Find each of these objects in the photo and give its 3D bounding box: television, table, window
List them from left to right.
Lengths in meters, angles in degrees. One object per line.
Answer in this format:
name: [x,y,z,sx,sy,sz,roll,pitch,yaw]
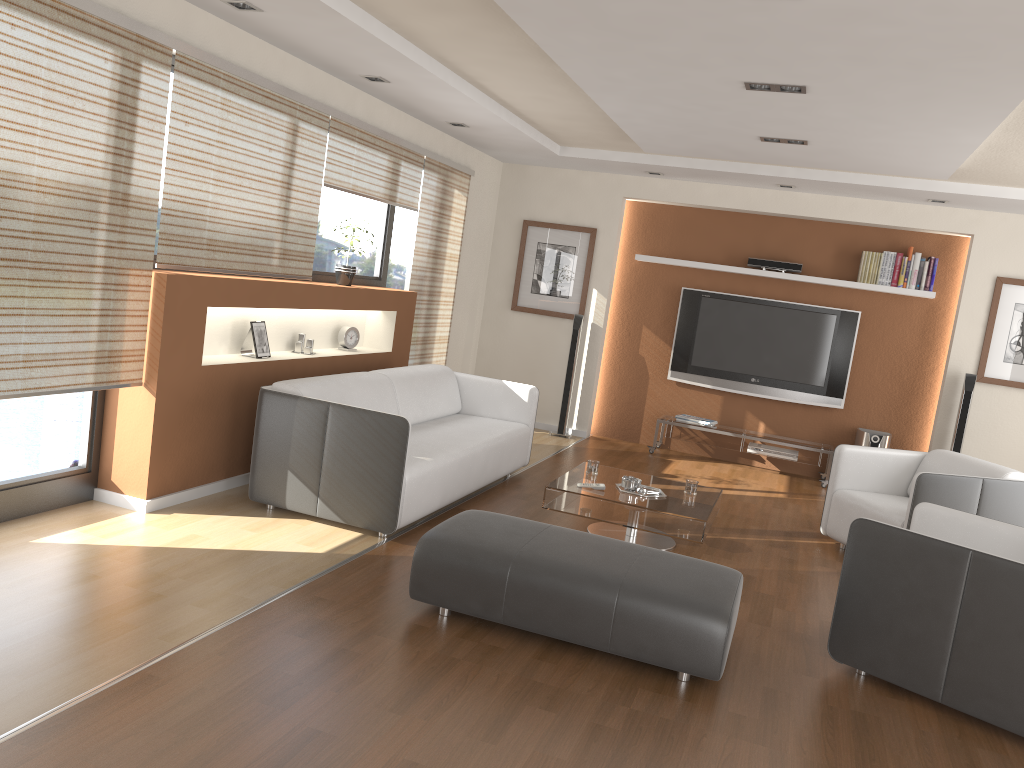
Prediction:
window: [-2.174,-0.566,3.964,0.010,2.093,0.889,10,7,18]
window: [-1.472,-1.231,5.745,0.010,0.986,2.817,10,7,18]
window: [-0.929,-0.795,7.654,0.010,2.162,0.889,10,7,18]
table: [0.730,0.763,5.265,0.900,0.300,0.900,10,7,18]
television: [2.296,-0.335,8.183,1.594,0.900,0.097,10,7,18]

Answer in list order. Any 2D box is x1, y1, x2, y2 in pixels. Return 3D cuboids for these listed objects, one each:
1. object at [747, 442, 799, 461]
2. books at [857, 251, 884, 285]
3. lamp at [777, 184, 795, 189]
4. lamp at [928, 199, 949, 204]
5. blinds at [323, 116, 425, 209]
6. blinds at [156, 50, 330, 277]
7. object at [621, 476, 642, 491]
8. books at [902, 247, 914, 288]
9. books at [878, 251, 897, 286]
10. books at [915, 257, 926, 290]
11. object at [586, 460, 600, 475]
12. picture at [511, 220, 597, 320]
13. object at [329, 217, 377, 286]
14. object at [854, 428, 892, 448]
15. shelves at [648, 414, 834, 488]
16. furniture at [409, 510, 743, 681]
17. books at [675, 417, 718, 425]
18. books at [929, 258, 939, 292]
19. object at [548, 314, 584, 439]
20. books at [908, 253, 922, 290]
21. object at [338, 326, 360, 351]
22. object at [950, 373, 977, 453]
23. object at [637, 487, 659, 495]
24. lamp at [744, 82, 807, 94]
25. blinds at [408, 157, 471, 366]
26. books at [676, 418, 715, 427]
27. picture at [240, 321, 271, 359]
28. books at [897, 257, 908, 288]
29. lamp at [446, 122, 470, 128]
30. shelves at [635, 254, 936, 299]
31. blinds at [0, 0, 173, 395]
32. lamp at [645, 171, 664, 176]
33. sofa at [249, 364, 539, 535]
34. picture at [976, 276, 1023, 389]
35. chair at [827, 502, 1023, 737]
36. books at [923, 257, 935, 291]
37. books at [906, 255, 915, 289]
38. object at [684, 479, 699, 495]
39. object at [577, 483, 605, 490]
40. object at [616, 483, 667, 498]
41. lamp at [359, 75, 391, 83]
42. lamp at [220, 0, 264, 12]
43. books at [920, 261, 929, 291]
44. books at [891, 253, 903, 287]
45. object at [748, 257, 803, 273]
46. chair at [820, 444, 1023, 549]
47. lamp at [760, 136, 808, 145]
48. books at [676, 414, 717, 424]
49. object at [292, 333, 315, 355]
object: [2.355,0.607,8.001,0.435,0.052,0.274,10,7,18]
books: [3.147,-1.016,7.800,0.167,0.275,0.195,10,7,18]
lamp: [2.337,-1.721,7.537,0.146,0.087,0.146,10,7,18]
lamp: [3.456,-1.519,7.172,0.146,0.087,0.146,10,7,18]
blinds: [-0.943,-1.537,6.305,0.001,0.441,1.432,10,7,18]
blinds: [-1.448,-1.143,4.976,0.001,1.044,1.432,10,7,18]
object: [0.693,0.576,5.156,0.118,0.079,0.117,11,7,25]
books: [3.432,-1.006,7.703,0.028,0.358,0.169,10,7,18]
books: [3.277,-1.003,7.760,0.104,0.295,0.146,10,7,18]
books: [3.528,-0.950,7.681,0.041,0.278,0.157,10,7,18]
object: [0.499,0.513,5.474,0.079,0.077,0.079,9,7,6]
picture: [0.397,-1.097,8.544,0.734,0.884,0.025,10,7,18]
object: [-1.111,-0.922,6.211,0.342,0.477,0.268,9,7,8]
object: [3.149,0.680,7.811,0.286,0.518,0.323,10,7,18]
shelves: [2.077,0.592,8.121,1.617,0.340,0.444,10,7,18]
furniture: [0.289,0.831,3.739,1.291,0.301,0.685,10,7,18]
books: [1.708,0.334,8.217,0.326,0.017,0.228,13,8,35]
books: [3.624,-0.935,7.643,0.029,0.286,0.169,10,7,18]
object: [0.552,-0.078,8.408,0.228,1.165,0.215,10,7,13]
books: [3.484,-0.974,7.682,0.050,0.313,0.179,10,7,18]
object: [-1.190,-0.333,6.459,0.096,0.176,0.160,12,8,33]
object: [3.705,0.492,7.379,0.228,1.165,0.215,11,7,23]
object: [0.789,0.618,5.108,0.147,0.035,0.051,4,8,-30]
lamp: [1.291,-1.485,4.323,0.291,0.087,0.146,10,7,18]
blinds: [-0.673,-0.756,7.568,0.001,2.200,0.980,10,7,18]
books: [1.706,0.346,8.218,0.326,0.017,0.228,11,7,21]
picture: [-1.537,-0.271,5.356,0.133,0.216,0.159,10,7,13]
books: [3.390,-0.967,7.711,0.041,0.266,0.186,10,7,18]
lamp: [-0.410,-2.017,6.754,0.146,0.087,0.146,10,7,18]
shelves: [2.416,-0.984,8.046,2.612,0.050,0.200,10,7,18]
blinds: [-1.883,-0.770,3.851,0.001,1.635,0.980,10,7,18]
lamp: [1.274,-1.913,7.884,0.146,0.087,0.146,10,7,18]
sofa: [-0.616,0.298,5.637,0.919,0.661,2.238,10,7,18]
picture: [4.294,-0.392,7.273,0.734,0.884,0.025,10,7,18]
chair: [1.934,0.900,3.620,0.919,0.661,0.767,14,9,43]
books: [3.592,-0.945,7.653,0.041,0.293,0.169,10,7,18]
books: [3.451,-0.971,7.700,0.022,0.293,0.167,10,7,18]
object: [1.071,0.616,5.295,0.079,0.077,0.079,9,7,6]
object: [0.452,0.580,5.063,0.158,0.029,0.064,8,7,-1]
object: [0.750,0.619,5.165,0.315,0.011,0.273,11,7,25]
lamp: [-0.843,-1.926,5.478,0.146,0.087,0.146,10,7,18]
lamp: [-1.275,-1.835,4.203,0.146,0.087,0.146,10,7,18]
books: [3.556,-0.929,7.666,0.028,0.248,0.169,10,7,18]
books: [3.351,-0.989,7.732,0.053,0.293,0.169,10,7,18]
object: [2.384,-1.069,8.047,0.470,0.109,0.182,10,7,18]
chair: [2.579,0.787,5.526,0.919,0.706,0.767,6,7,-17]
lamp: [1.724,-1.576,5.599,0.291,0.087,0.146,10,7,18]
books: [1.709,0.321,8.215,0.326,0.017,0.228,12,8,29]
object: [-1.381,-0.272,5.912,0.141,0.131,0.141,8,7,-4]
